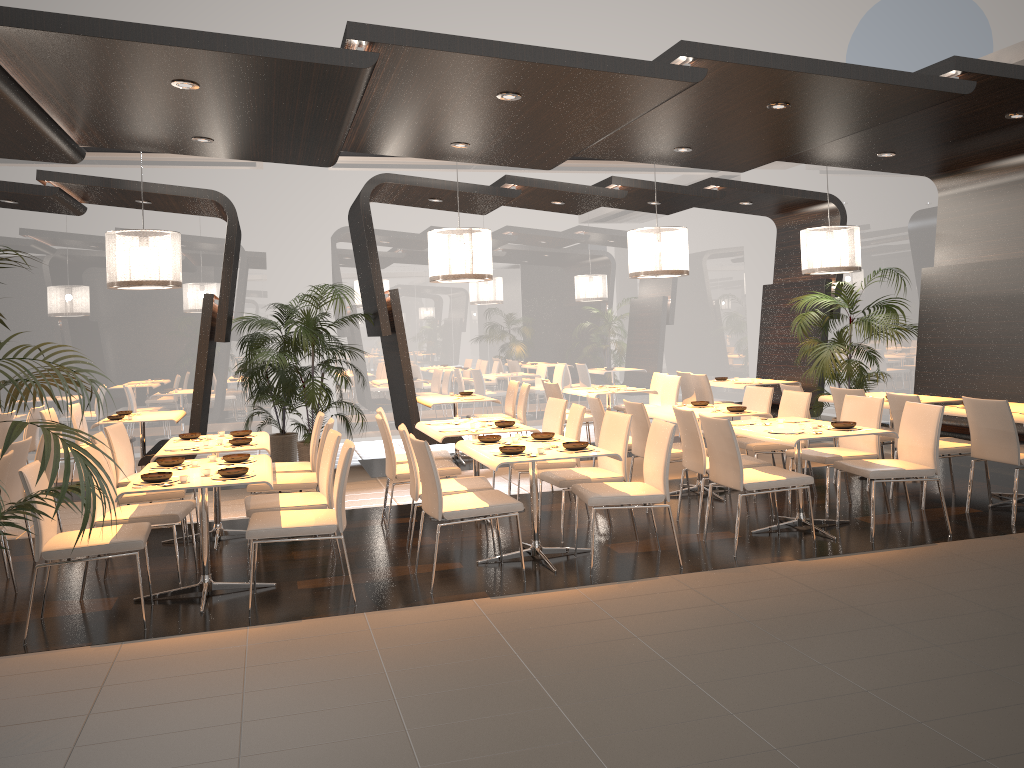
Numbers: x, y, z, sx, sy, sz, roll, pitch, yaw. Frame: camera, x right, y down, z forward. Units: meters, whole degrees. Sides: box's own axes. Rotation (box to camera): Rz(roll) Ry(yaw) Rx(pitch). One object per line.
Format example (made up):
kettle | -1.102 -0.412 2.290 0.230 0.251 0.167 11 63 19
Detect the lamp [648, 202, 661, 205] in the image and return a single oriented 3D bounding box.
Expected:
lamp | 1.761 -2.255 10.952 0.161 0.056 0.161 -3 3 -21

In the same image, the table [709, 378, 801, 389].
table | 3.012 0.327 11.230 0.801 0.726 1.148 -3 2 -15

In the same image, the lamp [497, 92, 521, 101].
lamp | -0.020 -1.900 5.798 0.161 0.050 0.161 -3 3 -10

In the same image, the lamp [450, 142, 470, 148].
lamp | -0.425 -1.974 7.253 0.160 0.050 0.160 -3 3 -21

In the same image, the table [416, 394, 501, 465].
table | -0.643 0.527 10.229 0.801 0.726 1.148 -3 2 -15

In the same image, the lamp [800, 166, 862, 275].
lamp | 3.532 -2.205 9.890 0.626 1.932 0.627 -2 -1 16

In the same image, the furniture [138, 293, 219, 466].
furniture | -3.507 -0.090 9.422 0.757 1.677 1.401 -2 1 -15

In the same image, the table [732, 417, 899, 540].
table | 2.047 0.666 6.305 0.801 0.726 1.148 -3 2 -15

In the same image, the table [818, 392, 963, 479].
table | 3.566 0.489 8.267 0.801 0.726 1.148 -3 2 -15

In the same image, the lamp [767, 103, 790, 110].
lamp | 1.910 -2.006 6.337 0.161 0.050 0.161 -3 3 -10

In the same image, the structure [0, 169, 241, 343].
structure | -5.803 -1.167 8.814 5.937 1.730 1.401 -3 1 -16

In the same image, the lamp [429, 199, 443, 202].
lamp | -0.883 -2.138 10.215 0.160 0.054 0.160 -3 3 -10

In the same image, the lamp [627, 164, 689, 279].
lamp | 1.513 -2.094 9.326 0.626 1.932 0.626 -2 -1 12

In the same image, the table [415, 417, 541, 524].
table | -0.289 0.699 7.202 0.801 0.726 1.148 -3 2 -15

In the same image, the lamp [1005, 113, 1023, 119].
lamp | 3.942 -2.108 6.904 0.161 0.050 0.161 -3 3 -10

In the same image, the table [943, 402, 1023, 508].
table | 4.000 0.560 6.840 0.801 0.726 1.148 -3 2 -15

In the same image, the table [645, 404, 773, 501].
table | 1.759 0.587 7.778 1.054 0.726 1.148 -3 2 -15

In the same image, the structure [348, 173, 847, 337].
structure | 1.092 -1.545 10.739 5.937 1.730 1.401 -3 1 -16

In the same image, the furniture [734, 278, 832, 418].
furniture | 3.387 -0.468 11.346 0.757 1.677 1.401 -2 1 -15

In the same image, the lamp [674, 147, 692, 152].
lamp | 1.505 -2.080 7.791 0.161 0.050 0.161 -3 3 -10

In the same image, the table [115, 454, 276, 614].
table | -1.819 0.878 5.231 0.801 0.726 1.148 -3 2 -15

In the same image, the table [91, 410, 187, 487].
table | -3.882 0.705 9.305 0.801 0.726 1.148 -3 2 -15

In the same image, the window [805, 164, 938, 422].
window | 5.356 -1.349 10.255 0.070 3.979 6.582 -2 2 -15

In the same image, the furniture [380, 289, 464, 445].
furniture | -1.093 -0.222 10.096 0.757 1.677 1.401 -2 1 -15

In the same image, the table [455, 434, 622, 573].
table | 0.146 0.771 5.775 0.801 0.726 1.148 -3 2 -15

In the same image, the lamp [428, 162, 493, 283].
lamp | -0.538 -1.982 8.753 0.626 1.932 0.626 -2 -1 12

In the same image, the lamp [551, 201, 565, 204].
lamp | 0.552 -2.189 10.615 0.161 0.056 0.161 -3 3 -21

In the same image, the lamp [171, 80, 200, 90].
lamp | -1.944 -1.794 5.261 0.160 0.050 0.160 -3 3 -10

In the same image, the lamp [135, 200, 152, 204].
lamp | -3.906 -1.945 9.370 0.161 0.056 0.161 -3 3 -21

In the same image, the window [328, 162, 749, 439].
window | 0.613 -1.336 12.949 6.584 3.985 0.070 -3 -1 -16

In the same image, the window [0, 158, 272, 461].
window | -6.318 -0.957 11.014 6.584 3.985 0.070 -3 -1 -16

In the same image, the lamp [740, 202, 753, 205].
lamp | 2.989 -2.322 11.295 0.161 0.056 0.161 -3 3 -21

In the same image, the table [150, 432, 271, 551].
table | -2.230 0.804 6.679 0.801 0.726 1.148 -3 2 -15

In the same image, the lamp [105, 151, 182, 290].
lamp | -3.337 -1.828 7.972 0.627 1.932 0.625 -2 -1 -44

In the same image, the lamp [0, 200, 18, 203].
lamp | -5.134 -1.877 9.028 0.161 0.056 0.161 -3 3 -21

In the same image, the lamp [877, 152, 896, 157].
lamp | 3.538 -2.182 8.359 0.161 0.050 0.161 -3 3 -10

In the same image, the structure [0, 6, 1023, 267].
structure | -0.137 -1.244 6.515 10.669 1.738 2.902 -3 2 -16

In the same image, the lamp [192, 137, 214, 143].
lamp | -2.349 -1.869 6.715 0.160 0.050 0.160 -3 3 -21

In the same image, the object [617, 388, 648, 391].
object | 1.400 0.050 10.520 0.335 0.038 0.377 -4 4 -26

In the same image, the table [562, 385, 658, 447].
table | 1.179 0.427 10.726 0.801 0.726 1.148 -3 2 -15

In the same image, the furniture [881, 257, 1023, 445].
furniture | 4.434 -0.287 7.757 0.757 1.675 2.902 -2 2 -15
